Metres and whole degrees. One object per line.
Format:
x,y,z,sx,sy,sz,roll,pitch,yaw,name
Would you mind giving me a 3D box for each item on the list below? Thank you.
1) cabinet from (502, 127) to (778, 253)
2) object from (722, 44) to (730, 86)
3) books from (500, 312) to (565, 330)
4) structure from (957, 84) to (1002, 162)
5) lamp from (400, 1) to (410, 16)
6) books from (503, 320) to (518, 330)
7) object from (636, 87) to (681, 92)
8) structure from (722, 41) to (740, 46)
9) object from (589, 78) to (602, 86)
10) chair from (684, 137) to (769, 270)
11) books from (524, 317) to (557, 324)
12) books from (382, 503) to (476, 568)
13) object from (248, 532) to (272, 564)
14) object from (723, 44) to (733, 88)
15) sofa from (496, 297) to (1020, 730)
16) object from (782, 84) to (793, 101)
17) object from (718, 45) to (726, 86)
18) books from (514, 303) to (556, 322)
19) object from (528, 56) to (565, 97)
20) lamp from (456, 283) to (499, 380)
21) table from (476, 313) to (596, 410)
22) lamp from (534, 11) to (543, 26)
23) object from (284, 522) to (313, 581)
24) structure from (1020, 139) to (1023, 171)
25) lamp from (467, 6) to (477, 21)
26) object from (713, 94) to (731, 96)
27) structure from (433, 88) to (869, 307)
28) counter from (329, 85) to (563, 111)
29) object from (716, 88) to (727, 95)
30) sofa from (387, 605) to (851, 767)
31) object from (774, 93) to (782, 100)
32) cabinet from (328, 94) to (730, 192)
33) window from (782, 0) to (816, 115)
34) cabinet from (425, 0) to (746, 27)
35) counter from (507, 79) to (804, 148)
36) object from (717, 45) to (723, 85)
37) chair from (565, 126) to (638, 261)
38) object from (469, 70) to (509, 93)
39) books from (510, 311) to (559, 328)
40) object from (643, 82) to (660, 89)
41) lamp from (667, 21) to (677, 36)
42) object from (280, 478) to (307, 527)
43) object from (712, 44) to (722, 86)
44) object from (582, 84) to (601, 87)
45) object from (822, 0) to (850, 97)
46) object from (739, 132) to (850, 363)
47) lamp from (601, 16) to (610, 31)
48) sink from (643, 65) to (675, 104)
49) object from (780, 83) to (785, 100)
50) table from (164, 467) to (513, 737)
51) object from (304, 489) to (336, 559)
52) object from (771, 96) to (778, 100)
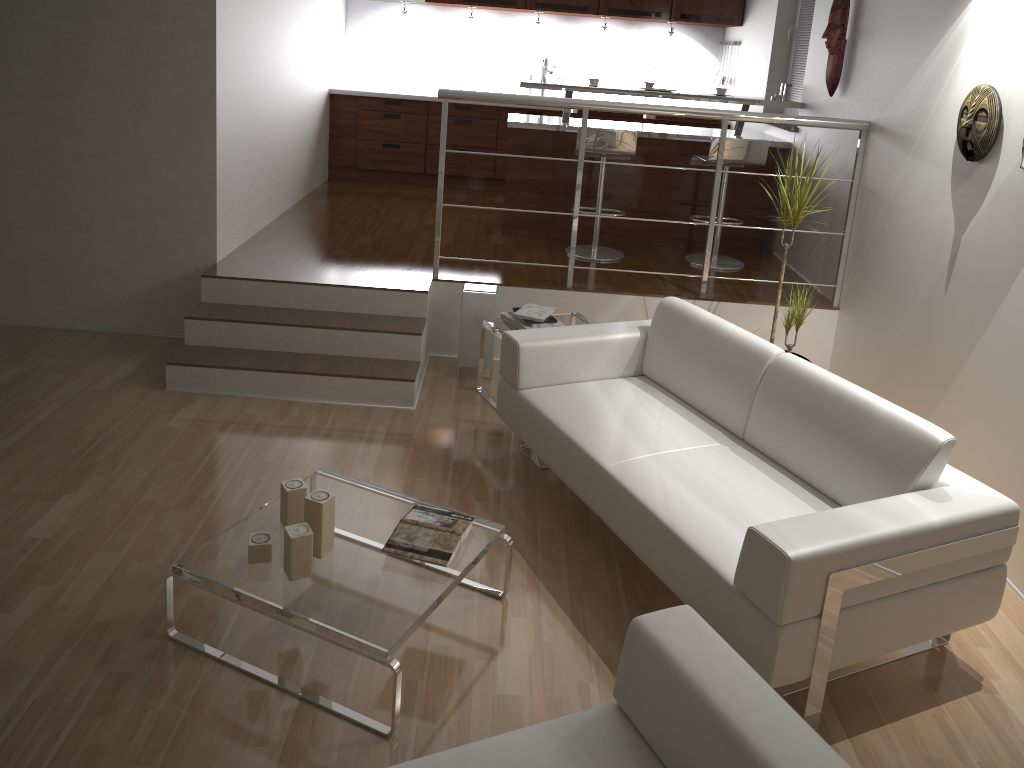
0.878,-1.461,6.388,1.846,0.722,0.661,4,17,-1,cabinet
1.908,-2.824,7.751,0.043,0.351,0.094,4,14,-2,object
0.109,-0.306,4.315,0.228,0.026,0.298,-8,25,-29,books
1.883,-1.070,3.588,0.069,0.303,0.331,4,18,-1,structure
-0.928,-3.252,7.579,0.082,0.119,0.082,17,20,37,lamp
0.107,-0.281,4.321,0.227,0.026,0.300,-4,23,-20,books
0.988,-1.987,5.914,0.309,0.010,0.228,5,21,1,object
1.934,-3.032,7.794,0.048,0.032,0.624,4,21,-1,structure
0.546,-2.000,5.806,0.081,0.044,0.068,22,26,40,object
1.367,-1.191,5.673,0.387,0.815,0.443,3,15,-5,chair
0.112,-0.339,4.307,0.152,0.014,0.226,-4,23,-20,books
-0.252,0.463,2.714,0.204,0.054,0.303,9,22,13,books
-0.739,0.474,2.570,0.067,0.071,0.070,-1,18,-15,object
1.885,-2.771,7.632,0.024,0.367,0.074,4,14,-1,object
0.714,0.250,3.201,0.909,0.709,1.856,-4,22,-24,sofa
1.850,-1.959,5.879,0.052,0.107,0.054,0,16,-17,object
1.888,-2.863,7.862,0.020,0.363,0.111,4,14,-1,object
0.113,-0.353,4.303,0.153,0.014,0.224,11,22,17,books
0.324,-2.801,8.044,0.329,0.390,0.170,4,15,-1,object
-0.184,-0.286,4.733,0.192,0.462,0.207,4,15,-1,lamp
0.175,-0.092,4.413,0.552,0.384,0.483,-5,20,-25,table
0.229,-3.170,7.597,0.082,0.119,0.082,17,20,37,lamp
-0.610,0.472,2.500,0.067,0.145,0.069,-4,17,-30,object
1.854,-0.826,3.057,0.130,0.316,0.253,4,17,-1,structure
-0.350,-3.211,7.588,0.082,0.119,0.082,17,20,37,lamp
1.389,-1.934,5.860,0.130,0.008,0.146,-4,23,-20,object
0.725,-1.013,4.828,2.321,1.012,0.059,4,14,-1,structure
-0.533,-2.586,7.912,2.100,0.038,0.712,4,21,-1,counter
1.403,-1.955,5.857,0.081,0.044,0.068,18,23,34,object
-0.221,0.940,1.267,1.789,0.711,0.943,-6,21,-25,sofa
1.792,-1.940,5.904,0.051,0.043,0.052,-12,25,-41,object
0.137,-2.181,8.009,3.500,0.770,0.710,4,17,-1,cabinet
2.118,-2.466,6.153,0.142,1.217,0.879,4,16,-2,window
0.639,-3.565,7.688,2.716,0.612,0.679,4,18,-1,cabinet
1.028,-1.925,6.198,2.100,0.306,0.877,4,21,-1,counter
1.894,-2.909,7.978,0.008,0.363,0.034,4,14,-1,object
0.573,-1.247,5.661,0.389,0.815,0.442,5,15,3,chair
-0.216,-2.781,8.099,0.369,0.231,0.162,4,16,-1,object
0.111,-0.326,4.310,0.153,0.014,0.225,-8,25,-29,books
0.929,-2.010,5.900,0.140,0.040,0.135,5,21,0,object
1.385,-3.089,7.614,0.082,0.119,0.082,17,20,37,lamp
-0.685,0.371,2.744,0.067,0.145,0.069,-4,17,-30,object
1.882,-2.934,8.046,0.033,0.367,0.067,4,14,-1,object
0.529,-1.982,5.816,0.129,0.008,0.146,5,21,1,object
1.911,-2.066,5.090,0.155,0.759,0.153,17,19,42,object
1.324,-0.506,4.290,0.504,1.417,0.455,7,15,11,object
0.807,-3.130,7.605,0.082,0.119,0.082,17,20,37,lamp
1.533,-2.577,7.925,0.671,0.556,0.627,4,18,-1,sink
1.844,-1.981,5.936,0.052,0.105,0.054,0,16,-17,object
-0.507,0.606,2.705,0.804,0.239,0.724,13,22,22,table
-0.573,0.410,2.607,0.068,0.189,0.069,11,16,23,object
1.778,-1.936,5.927,0.051,0.018,0.053,5,21,1,object
